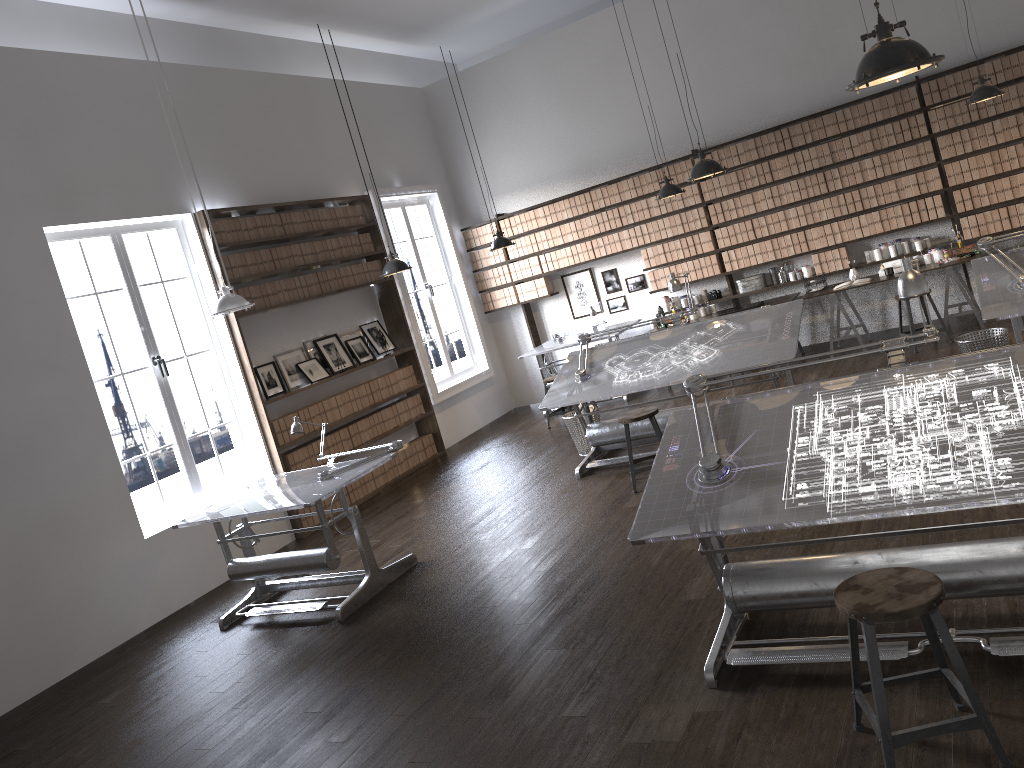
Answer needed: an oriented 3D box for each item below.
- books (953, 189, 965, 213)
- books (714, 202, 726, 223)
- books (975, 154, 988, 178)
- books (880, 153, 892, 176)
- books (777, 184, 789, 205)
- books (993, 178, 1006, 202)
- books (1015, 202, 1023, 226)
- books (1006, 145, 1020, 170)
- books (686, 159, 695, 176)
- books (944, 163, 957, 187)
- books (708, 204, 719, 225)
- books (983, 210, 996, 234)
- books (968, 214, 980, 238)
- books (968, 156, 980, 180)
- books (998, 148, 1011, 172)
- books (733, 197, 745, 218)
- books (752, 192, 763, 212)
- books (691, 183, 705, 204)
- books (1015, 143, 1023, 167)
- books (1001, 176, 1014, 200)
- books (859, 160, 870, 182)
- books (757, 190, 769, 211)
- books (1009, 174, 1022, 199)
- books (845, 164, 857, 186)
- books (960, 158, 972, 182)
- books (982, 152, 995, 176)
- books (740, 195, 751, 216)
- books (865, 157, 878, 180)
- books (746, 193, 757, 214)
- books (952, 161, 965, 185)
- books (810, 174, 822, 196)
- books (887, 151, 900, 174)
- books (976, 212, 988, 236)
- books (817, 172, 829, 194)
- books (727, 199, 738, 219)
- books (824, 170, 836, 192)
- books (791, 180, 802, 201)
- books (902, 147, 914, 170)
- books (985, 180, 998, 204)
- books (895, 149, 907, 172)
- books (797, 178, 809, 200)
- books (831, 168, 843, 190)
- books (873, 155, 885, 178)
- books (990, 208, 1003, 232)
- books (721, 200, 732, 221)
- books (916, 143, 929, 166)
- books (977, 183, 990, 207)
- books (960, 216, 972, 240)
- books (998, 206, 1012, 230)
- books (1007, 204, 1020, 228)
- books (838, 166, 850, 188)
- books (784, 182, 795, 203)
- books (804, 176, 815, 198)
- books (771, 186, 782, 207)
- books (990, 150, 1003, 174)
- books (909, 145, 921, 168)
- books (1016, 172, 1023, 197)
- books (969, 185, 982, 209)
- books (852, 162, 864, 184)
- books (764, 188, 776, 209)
[{"bbox_3d":[4.444,-1.817,8.802,0.066,0.225,0.176,-14,6,29],"label":"books"},{"bbox_3d":[2.332,-1.908,9.858,0.066,0.225,0.176,-14,6,29],"label":"books"},{"bbox_3d":[4.587,-2.127,8.656,0.066,0.225,0.176,-14,6,29],"label":"books"},{"bbox_3d":[3.818,-2.234,9.027,0.066,0.225,0.176,-14,6,29],"label":"books"},{"bbox_3d":[2.929,-2.040,9.529,0.066,0.225,0.176,-14,6,29],"label":"books"},{"bbox_3d":[4.752,-1.884,8.628,0.066,0.225,0.176,-14,6,29],"label":"books"},{"bbox_3d":[4.941,-1.644,8.580,0.066,0.225,0.176,-14,6,29],"label":"books"},{"bbox_3d":[4.821,-2.178,8.521,0.066,0.225,0.176,-14,6,29],"label":"books"},{"bbox_3d":[2.022,-2.401,9.905,0.066,0.225,0.176,-14,6,29],"label":"books"},{"bbox_3d":[4.353,-2.076,8.790,0.066,0.225,0.176,-14,6,29],"label":"books"},{"bbox_3d":[2.272,-1.896,9.899,0.066,0.225,0.176,-14,6,29],"label":"books"},{"bbox_3d":[4.699,-1.591,8.719,0.066,0.225,0.176,-14,6,29],"label":"books"},{"bbox_3d":[4.581,-1.565,8.780,0.066,0.225,0.176,-14,6,29],"label":"books"},{"bbox_3d":[4.532,-2.115,8.685,0.066,0.225,0.176,-14,6,29],"label":"books"},{"bbox_3d":[4.762,-2.166,8.559,0.066,0.225,0.176,-14,6,29],"label":"books"},{"bbox_3d":[2.519,-1.950,9.759,0.066,0.225,0.176,-14,6,29],"label":"books"},{"bbox_3d":[2.693,-1.988,9.659,0.066,0.225,0.176,-14,6,29],"label":"books"},{"bbox_3d":[2.094,-2.135,9.930,0.066,0.225,0.176,-14,6,29],"label":"books"},{"bbox_3d":[4.883,-2.192,8.492,0.066,0.225,0.176,-14,6,29],"label":"books"},{"bbox_3d":[4.807,-1.895,8.590,0.066,0.225,0.176,-14,6,29],"label":"books"},{"bbox_3d":[3.643,-2.196,9.125,0.066,0.225,0.176,-14,6,29],"label":"books"},{"bbox_3d":[2.746,-1.999,9.628,0.066,0.225,0.176,-14,6,29],"label":"books"},{"bbox_3d":[4.866,-1.909,8.562,0.066,0.225,0.176,-14,6,29],"label":"books"},{"bbox_3d":[3.529,-2.171,9.190,0.066,0.225,0.176,-14,6,29],"label":"books"},{"bbox_3d":[4.470,-2.101,8.718,0.066,0.225,0.176,-14,6,29],"label":"books"},{"bbox_3d":[4.642,-2.138,8.620,0.066,0.225,0.176,-14,6,29],"label":"books"},{"bbox_3d":[2.580,-1.963,9.725,0.066,0.225,0.176,-14,6,29],"label":"books"},{"bbox_3d":[3.696,-2.207,9.093,0.066,0.225,0.176,-14,6,29],"label":"books"},{"bbox_3d":[2.634,-1.974,9.687,0.066,0.225,0.176,-14,6,29],"label":"books"},{"bbox_3d":[4.412,-2.089,8.755,0.066,0.225,0.176,-14,6,29],"label":"books"},{"bbox_3d":[3.221,-2.104,9.364,0.066,0.225,0.176,-14,6,29],"label":"books"},{"bbox_3d":[3.879,-2.248,8.995,0.066,0.225,0.176,-14,6,29],"label":"books"},{"bbox_3d":[4.643,-1.578,8.746,0.066,0.225,0.176,-14,6,29],"label":"books"},{"bbox_3d":[3.282,-2.116,9.324,0.066,0.225,0.176,-14,6,29],"label":"books"},{"bbox_3d":[2.457,-1.936,9.789,0.066,0.225,0.176,-14,6,29],"label":"books"},{"bbox_3d":[3.348,-2.131,9.293,0.066,0.225,0.176,-14,6,29],"label":"books"},{"bbox_3d":[3.047,-2.065,9.455,0.066,0.225,0.176,-14,6,29],"label":"books"},{"bbox_3d":[3.997,-2.272,8.921,0.066,0.225,0.176,-14,6,29],"label":"books"},{"bbox_3d":[4.692,-1.871,8.662,0.066,0.225,0.176,-14,6,29],"label":"books"},{"bbox_3d":[3.936,-2.260,8.958,0.066,0.225,0.176,-14,6,29],"label":"books"},{"bbox_3d":[3.108,-2.078,9.420,0.066,0.225,0.176,-14,6,29],"label":"books"},{"bbox_3d":[3.407,-2.144,9.255,0.066,0.225,0.176,-14,6,29],"label":"books"},{"bbox_3d":[3.757,-2.220,9.057,0.066,0.225,0.176,-14,6,29],"label":"books"},{"bbox_3d":[4.755,-1.604,8.690,0.066,0.225,0.176,-14,6,29],"label":"books"},{"bbox_3d":[2.399,-1.924,9.827,0.066,0.225,0.176,-14,6,29],"label":"books"},{"bbox_3d":[4.109,-2.297,8.862,0.066,0.225,0.176,-14,6,29],"label":"books"},{"bbox_3d":[4.630,-1.857,8.692,0.066,0.225,0.176,-14,6,29],"label":"books"},{"bbox_3d":[4.521,-1.552,8.818,0.066,0.225,0.176,-14,6,29],"label":"books"},{"bbox_3d":[4.816,-1.616,8.650,0.066,0.225,0.176,-14,6,29],"label":"books"},{"bbox_3d":[4.882,-1.632,8.619,0.066,0.225,0.176,-14,6,29],"label":"books"},{"bbox_3d":[3.469,-2.158,9.224,0.066,0.225,0.176,-14,6,29],"label":"books"},{"bbox_3d":[2.987,-2.052,9.493,0.066,0.225,0.176,-14,6,29],"label":"books"},{"bbox_3d":[3.164,-2.091,9.394,0.066,0.225,0.176,-14,6,29],"label":"books"},{"bbox_3d":[2.869,-2.026,9.561,0.066,0.225,0.176,-14,6,29],"label":"books"},{"bbox_3d":[4.702,-2.152,8.593,0.066,0.225,0.176,-14,6,29],"label":"books"},{"bbox_3d":[4.053,-2.285,8.889,0.066,0.225,0.176,-14,6,29],"label":"books"},{"bbox_3d":[4.919,-1.920,8.531,0.066,0.225,0.176,-14,6,29],"label":"books"},{"bbox_3d":[4.571,-1.845,8.730,0.066,0.225,0.176,-14,6,29],"label":"books"},{"bbox_3d":[3.584,-2.182,9.153,0.066,0.225,0.176,-14,6,29],"label":"books"},{"bbox_3d":[2.807,-2.012,9.591,0.066,0.225,0.176,-14,6,29],"label":"books"}]
